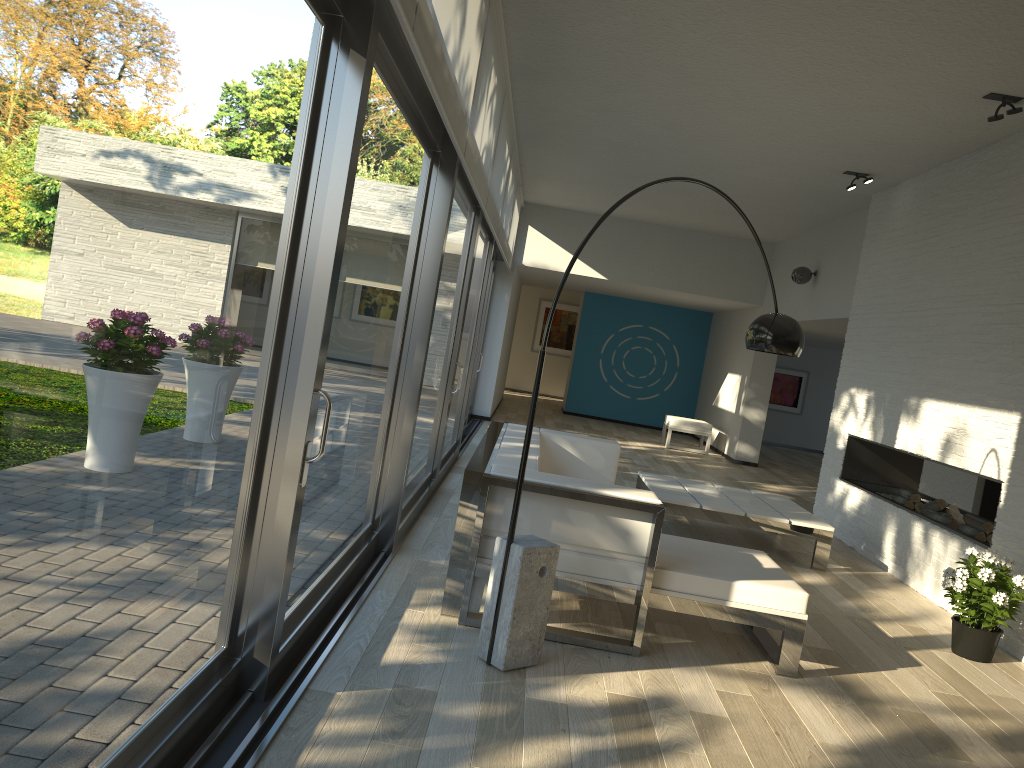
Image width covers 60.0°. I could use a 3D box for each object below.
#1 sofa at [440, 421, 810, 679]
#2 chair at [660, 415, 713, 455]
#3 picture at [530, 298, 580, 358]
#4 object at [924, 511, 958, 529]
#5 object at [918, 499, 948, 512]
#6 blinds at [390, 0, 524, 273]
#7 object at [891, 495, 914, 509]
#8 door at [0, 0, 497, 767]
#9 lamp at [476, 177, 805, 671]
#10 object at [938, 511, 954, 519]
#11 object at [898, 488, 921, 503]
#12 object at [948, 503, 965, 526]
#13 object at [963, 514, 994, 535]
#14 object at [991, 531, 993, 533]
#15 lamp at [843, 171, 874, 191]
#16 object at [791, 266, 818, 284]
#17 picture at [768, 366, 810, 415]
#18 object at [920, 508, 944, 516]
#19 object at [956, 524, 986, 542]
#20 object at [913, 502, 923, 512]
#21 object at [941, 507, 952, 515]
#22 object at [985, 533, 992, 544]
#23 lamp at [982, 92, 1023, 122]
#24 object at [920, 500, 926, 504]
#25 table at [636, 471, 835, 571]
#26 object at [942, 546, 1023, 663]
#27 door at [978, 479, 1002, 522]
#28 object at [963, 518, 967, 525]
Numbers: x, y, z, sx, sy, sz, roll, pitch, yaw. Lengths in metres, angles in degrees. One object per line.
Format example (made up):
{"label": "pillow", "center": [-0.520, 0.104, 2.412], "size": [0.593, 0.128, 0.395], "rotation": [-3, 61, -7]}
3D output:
{"label": "sofa", "center": [0.540, 0.750, 4.903], "size": [1.545, 0.654, 2.405], "rotation": [10, 3, 1]}
{"label": "chair", "center": [2.563, 0.740, 13.035], "size": [0.611, 0.442, 0.610], "rotation": [10, 3, 1]}
{"label": "picture", "center": [1.179, -1.181, 19.467], "size": [1.378, 1.190, 0.017], "rotation": [10, 2, 1]}
{"label": "object", "center": [3.017, 0.961, 6.252], "size": [0.075, 0.074, 0.246], "rotation": [9, 3, -20]}
{"label": "object", "center": [3.106, 0.911, 6.540], "size": [0.093, 0.170, 0.272], "rotation": [10, 3, 0]}
{"label": "blinds", "center": [-0.115, -1.716, 6.430], "size": [0.056, 0.983, 11.535], "rotation": [10, 3, 1]}
{"label": "object", "center": [3.075, 0.930, 6.979], "size": [0.075, 0.074, 0.246], "rotation": [10, 3, 0]}
{"label": "door", "center": [0.486, -0.157, 8.322], "size": [19.441, 2.372, 22.960], "rotation": [10, 3, 1]}
{"label": "lamp", "center": [0.724, 0.136, 3.879], "size": [0.283, 2.023, 1.752], "rotation": [12, 4, 44]}
{"label": "object", "center": [3.131, 0.971, 6.428], "size": [0.076, 0.076, 0.236], "rotation": [10, 3, 0]}
{"label": "object", "center": [3.125, 0.874, 6.973], "size": [0.082, 0.073, 0.237], "rotation": [10, 3, 0]}
{"label": "object", "center": [3.147, 0.936, 6.259], "size": [0.064, 0.165, 0.226], "rotation": [10, 3, 0]}
{"label": "object", "center": [3.089, 0.928, 5.872], "size": [0.093, 0.088, 0.260], "rotation": [10, 3, 0]}
{"label": "object", "center": [3.163, 0.965, 5.891], "size": [0.064, 0.060, 0.229], "rotation": [10, 3, 2]}
{"label": "lamp", "center": [2.892, -1.685, 7.414], "size": [0.234, 0.153, 0.135], "rotation": [10, 3, 1]}
{"label": "object", "center": [3.297, -1.210, 9.949], "size": [0.315, 0.203, 0.201], "rotation": [10, 3, 1]}
{"label": "picture", "center": [5.048, 0.102, 16.639], "size": [0.958, 0.828, 0.017], "rotation": [10, 2, 1]}
{"label": "object", "center": [3.059, 0.958, 6.443], "size": [0.075, 0.074, 0.246], "rotation": [10, 3, 0]}
{"label": "object", "center": [3.042, 0.987, 5.874], "size": [0.075, 0.074, 0.246], "rotation": [10, 3, 0]}
{"label": "object", "center": [3.147, 0.943, 6.965], "size": [0.076, 0.076, 0.236], "rotation": [10, 3, 0]}
{"label": "object", "center": [3.180, 0.935, 6.460], "size": [0.064, 0.060, 0.229], "rotation": [10, 3, 2]}
{"label": "object", "center": [3.114, 1.000, 5.859], "size": [0.076, 0.076, 0.236], "rotation": [10, 3, 0]}
{"label": "lamp", "center": [2.822, -1.565, 5.096], "size": [0.234, 0.153, 0.135], "rotation": [10, 3, 1]}
{"label": "object", "center": [3.226, 0.956, 6.973], "size": [0.082, 0.073, 0.237], "rotation": [10, 3, 0]}
{"label": "table", "center": [1.601, 1.003, 6.703], "size": [1.220, 0.305, 1.221], "rotation": [10, 3, 1]}
{"label": "object", "center": [2.431, 1.136, 4.592], "size": [0.405, 0.570, 0.430], "rotation": [11, 3, 23]}
{"label": "door", "center": [5.564, 0.685, 9.429], "size": [0.920, 1.946, 0.108], "rotation": [10, 2, 1]}
{"label": "object", "center": [3.210, 0.984, 6.436], "size": [0.082, 0.073, 0.237], "rotation": [10, 3, 0]}
